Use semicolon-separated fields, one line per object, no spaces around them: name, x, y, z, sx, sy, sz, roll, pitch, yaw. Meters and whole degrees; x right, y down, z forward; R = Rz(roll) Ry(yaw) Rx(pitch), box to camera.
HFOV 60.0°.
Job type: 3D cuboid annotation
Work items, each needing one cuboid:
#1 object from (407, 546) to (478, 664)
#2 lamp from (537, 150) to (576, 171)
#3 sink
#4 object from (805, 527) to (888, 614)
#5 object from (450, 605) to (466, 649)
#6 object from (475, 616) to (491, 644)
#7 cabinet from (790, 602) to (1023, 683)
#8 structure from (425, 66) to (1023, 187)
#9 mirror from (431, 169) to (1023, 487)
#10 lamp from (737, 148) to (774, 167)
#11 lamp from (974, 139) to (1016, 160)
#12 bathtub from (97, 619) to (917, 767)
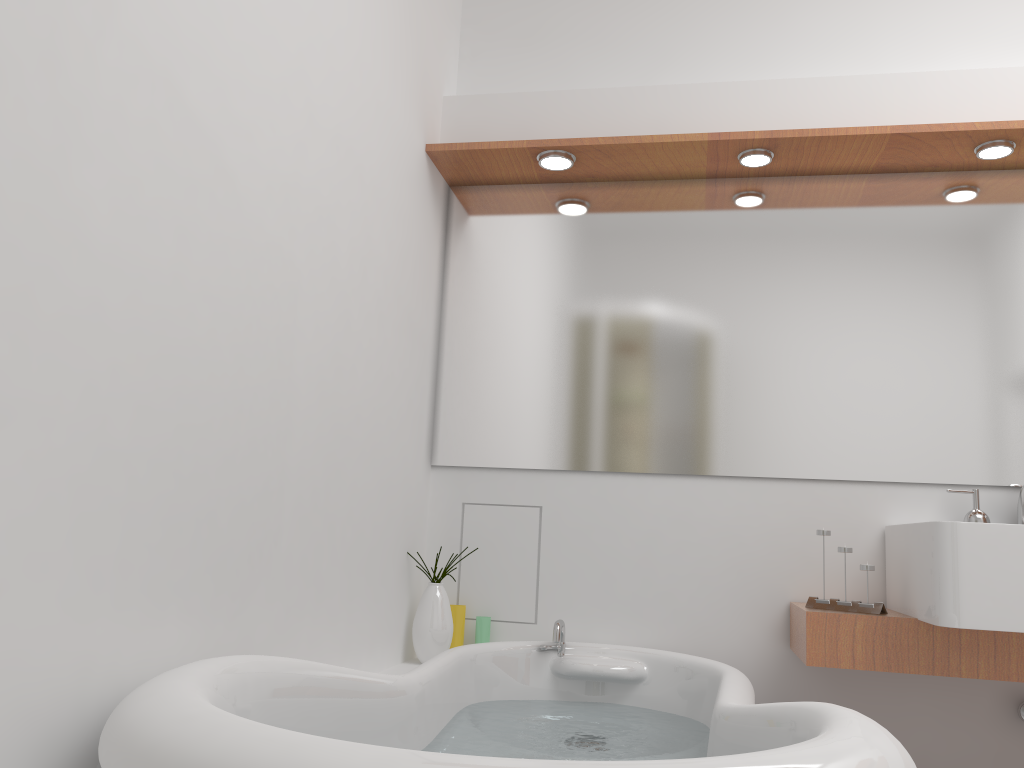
object;-0.199;0.613;2.454;0.154;0.326;0.215;-6;-13;42
lamp;0.128;-0.645;2.559;0.113;0.021;0.113;6;-10;-17
sink;1.260;0.546;2.032;0.657;0.673;0.552;1;-10;12
object;0.823;0.457;2.190;0.182;0.203;0.059;-6;-13;42
object;-0.162;0.716;2.540;0.047;0.162;0.047;-5;-12;38
object;-0.084;0.730;2.521;0.038;0.133;0.038;-7;-14;45
cabinet;1.396;0.925;2.029;1.635;0.719;0.355;1;-10;12
structure;1.030;-0.745;2.461;2.606;0.240;0.287;1;-10;12
mirror;1.030;-0.170;2.492;2.600;0.887;0.022;1;-10;12
lamp;0.680;-0.631;2.477;0.098;0.018;0.098;-3;-11;32
lamp;1.281;-0.621;2.353;0.098;0.018;0.098;-3;-11;32
bathtub;0.044;0.808;1.561;1.055;0.674;1.863;1;-10;12
